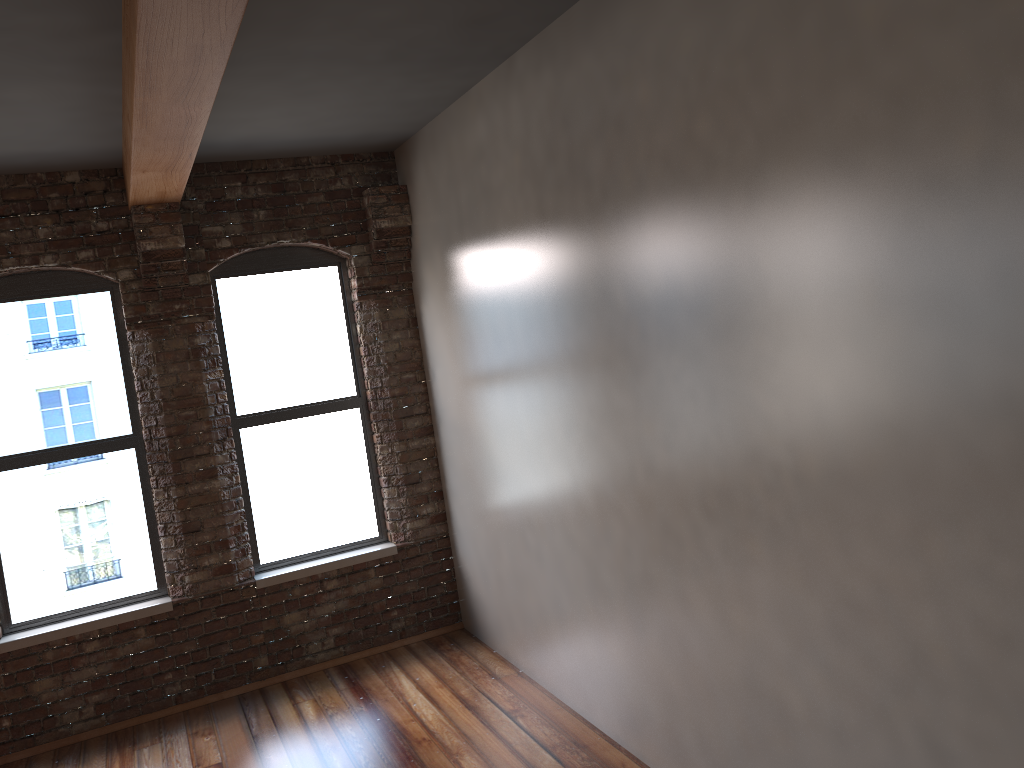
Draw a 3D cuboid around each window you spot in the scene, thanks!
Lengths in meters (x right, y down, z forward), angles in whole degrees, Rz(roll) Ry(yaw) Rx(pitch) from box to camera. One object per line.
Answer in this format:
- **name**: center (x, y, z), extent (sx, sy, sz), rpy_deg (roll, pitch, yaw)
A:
- **window**: center (-1.427, 0.156, 5.997), extent (0.971, 2.212, 0.235), rpy_deg (-9, 2, -24)
- **window**: center (-2.753, 0.395, 5.407), extent (0.971, 2.212, 0.235), rpy_deg (-9, 2, -24)
